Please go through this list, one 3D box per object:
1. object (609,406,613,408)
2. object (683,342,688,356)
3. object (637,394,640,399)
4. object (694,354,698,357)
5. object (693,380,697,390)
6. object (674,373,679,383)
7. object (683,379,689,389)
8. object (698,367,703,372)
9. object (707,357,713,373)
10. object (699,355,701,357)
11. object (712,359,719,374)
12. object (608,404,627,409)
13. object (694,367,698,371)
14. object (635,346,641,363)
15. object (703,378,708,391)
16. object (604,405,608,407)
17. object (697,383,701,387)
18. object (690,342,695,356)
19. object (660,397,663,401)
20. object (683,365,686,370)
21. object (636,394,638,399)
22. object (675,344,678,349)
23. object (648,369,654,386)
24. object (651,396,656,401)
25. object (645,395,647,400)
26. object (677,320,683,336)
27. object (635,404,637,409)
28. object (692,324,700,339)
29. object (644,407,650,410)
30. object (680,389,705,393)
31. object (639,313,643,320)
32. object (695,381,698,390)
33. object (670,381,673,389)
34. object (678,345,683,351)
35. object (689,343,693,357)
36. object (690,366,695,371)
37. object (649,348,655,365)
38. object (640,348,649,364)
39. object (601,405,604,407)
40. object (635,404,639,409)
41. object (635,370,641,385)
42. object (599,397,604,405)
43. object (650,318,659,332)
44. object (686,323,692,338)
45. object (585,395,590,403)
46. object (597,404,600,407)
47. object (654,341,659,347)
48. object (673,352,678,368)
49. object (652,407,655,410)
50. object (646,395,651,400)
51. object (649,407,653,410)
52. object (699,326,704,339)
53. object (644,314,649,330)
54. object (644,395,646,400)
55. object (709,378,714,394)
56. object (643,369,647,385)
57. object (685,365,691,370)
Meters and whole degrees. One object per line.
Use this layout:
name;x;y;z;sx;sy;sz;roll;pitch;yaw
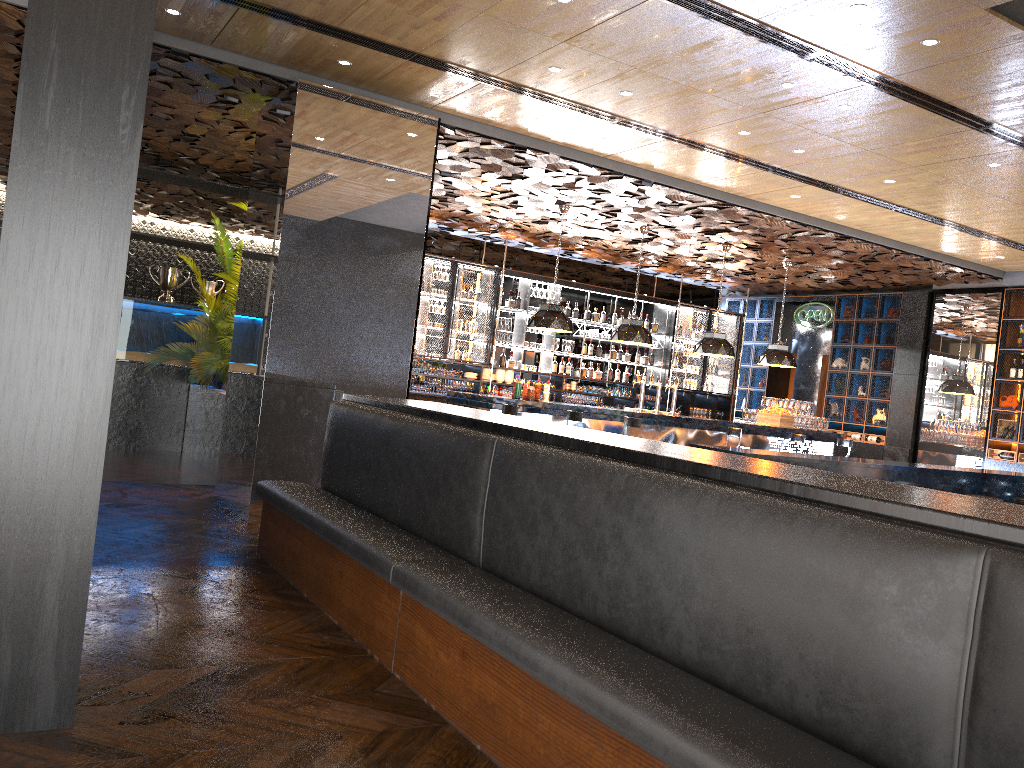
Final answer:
object;1.653;0.417;14.795;0.067;0.099;0.067;7;0;32
object;3.126;-0.626;15.899;0.092;0.244;0.092;7;0;-36
object;2.154;0.212;15.077;0.084;0.082;0.084;7;0;-29
object;3.303;-0.606;15.813;0.092;0.244;0.092;7;0;-36
object;3.250;0.035;15.899;0.105;0.209;0.105;7;0;45
object;2.908;-0.050;15.730;0.086;0.299;0.086;7;0;19
object;3.114;0.020;15.879;0.105;0.209;0.105;7;0;45
object;3.375;-0.260;15.882;0.089;0.092;0.089;7;0;44
object;3.606;-0.335;16.117;0.086;0.299;0.086;7;0;19
object;3.388;-0.596;15.863;0.092;0.244;0.092;7;0;-36
object;3.723;-0.313;16.183;0.083;0.282;0.083;7;0;-20
object;1.776;0.413;14.997;0.356;0.134;0.206;7;0;-23
object;3.325;-0.265;16.061;0.089;0.092;0.089;7;0;44
object;2.169;-0.502;15.274;0.086;0.298;0.086;7;0;19
object;3.530;0.031;16.093;0.083;0.282;0.083;7;0;45
object;1.562;0.406;14.744;0.067;0.100;0.067;7;0;-38
object;3.373;0.050;15.902;0.105;0.209;0.105;7;0;45
object;3.208;-0.617;15.757;0.092;0.244;0.092;7;0;-36
object;2.547;0.263;15.292;0.088;0.070;0.098;7;0;-20
object;3.101;-0.291;15.842;0.089;0.092;0.089;7;0;26
object;2.083;0.204;15.039;0.084;0.082;0.084;7;0;-38
object;2.875;-0.665;15.606;0.089;0.092;0.089;7;0;-5
object;2.434;-0.103;15.446;0.080;0.299;0.080;7;0;-28
object;2.435;0.250;15.284;0.088;0.070;0.098;7;0;5
object;2.276;0.226;15.261;0.084;0.082;0.084;7;0;-24
object;2.980;-0.982;15.709;0.086;0.297;0.086;7;0;19
object;2.061;0.426;15.018;0.089;0.174;0.089;7;0;20
object;3.296;-0.936;15.894;0.123;0.279;0.123;7;0;-27
object;2.303;0.467;15.216;0.106;0.148;0.106;7;0;-21
object;3.249;0.131;15.873;0.437;0.019;0.273;7;0;-30
object;2.204;-1.073;15.252;0.086;0.299;0.086;7;0;19
object;3.329;0.045;16.001;0.105;0.209;0.105;7;0;45
object;2.770;-0.055;15.629;0.123;0.279;0.123;7;0;-41
object;2.973;-0.633;15.650;0.089;0.092;0.089;7;0;20
object;3.220;-0.615;15.955;0.092;0.244;0.092;7;0;-36
object;3.222;-0.277;15.862;0.089;0.092;0.089;7;0;-30
object;2.437;-0.471;15.427;0.086;0.299;0.086;7;0;19
object;2.299;-0.476;15.327;0.123;0.279;0.123;7;0;-41
object;1.518;0.401;14.848;0.067;0.100;0.067;7;0;-38
object;2.123;0.434;15.124;0.089;0.174;0.089;7;0;20
object;2.174;-0.109;15.294;0.151;0.248;0.094;7;0;-21
object;1.481;0.331;14.715;0.091;0.229;0.091;7;0;32
object;2.481;-1.014;15.412;0.151;0.248;0.094;7;0;-2
object;3.163;-0.954;15.814;0.083;0.282;0.083;7;0;-30
object;1.233;0.302;14.566;0.091;0.229;0.091;7;0;-44
object;1.453;0.394;14.939;0.067;0.100;0.067;7;0;-38
object;2.492;-0.689;15.367;0.089;0.092;0.089;7;0;-45
object;2.903;-0.415;15.714;0.086;0.298;0.086;7;0;19
object;2.456;0.483;15.280;0.107;0.152;0.107;7;0;-5
object;2.341;0.233;15.186;0.084;0.082;0.084;7;0;42
object;2.397;0.476;15.380;0.107;0.152;0.107;7;0;-16
object;3.432;-0.922;15.972;0.083;0.282;0.083;7;0;45
object;2.331;-1.058;15.359;0.086;0.298;0.086;7;0;19
object;2.239;0.222;15.125;0.084;0.082;0.084;7;0;-13
object;3.631;0.035;16.168;0.086;0.298;0.086;7;0;19
object;2.302;-0.119;15.384;0.086;0.298;0.086;7;0;19
object;3.120;-0.289;15.736;0.089;0.092;0.089;7;0;44
